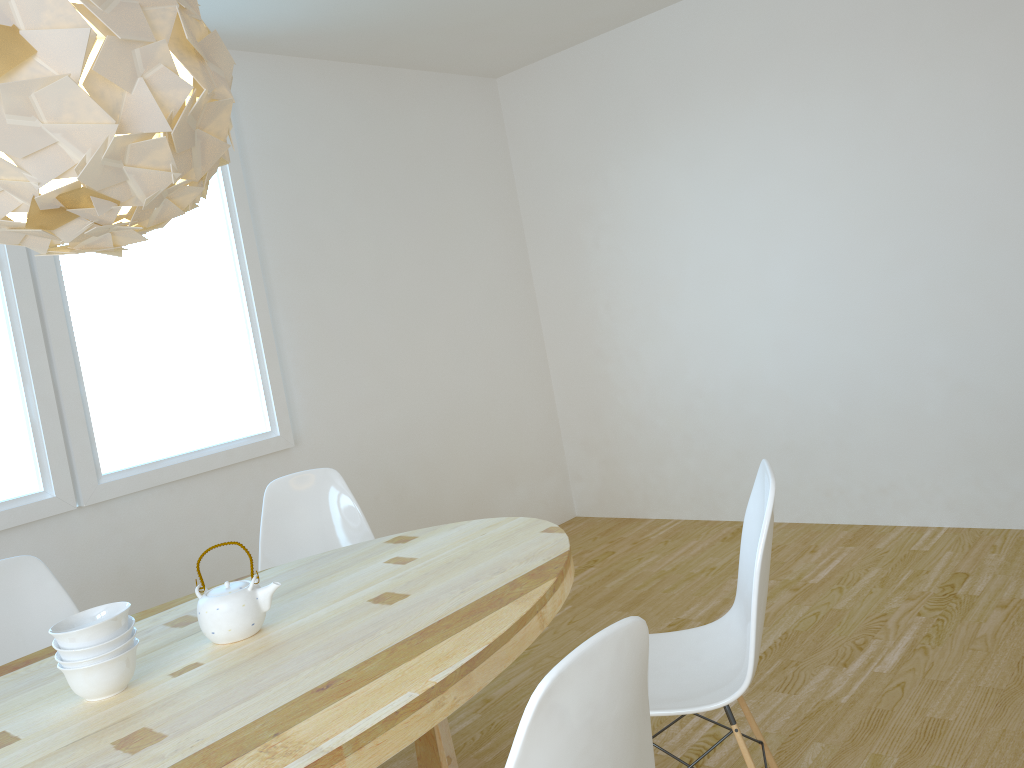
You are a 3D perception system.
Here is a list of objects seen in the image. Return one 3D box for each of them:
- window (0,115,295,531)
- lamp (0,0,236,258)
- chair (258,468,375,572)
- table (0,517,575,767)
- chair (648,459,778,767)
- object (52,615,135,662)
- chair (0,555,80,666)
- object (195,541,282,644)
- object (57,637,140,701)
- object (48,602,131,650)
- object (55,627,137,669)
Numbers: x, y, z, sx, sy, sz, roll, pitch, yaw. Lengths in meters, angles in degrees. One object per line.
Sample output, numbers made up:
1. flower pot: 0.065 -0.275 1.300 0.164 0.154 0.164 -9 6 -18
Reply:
1. window: -0.799 -0.177 2.431 2.538 2.049 1.893 -7 4 42
2. lamp: -0.903 -0.795 1.696 0.644 1.133 0.643 -8 3 41
3. chair: -0.582 0.757 2.885 0.431 0.900 0.522 -11 2 -18
4. table: -0.618 0.950 1.789 1.188 0.723 2.206 -7 6 40
5. chair: 0.394 0.657 1.996 0.522 0.900 0.432 -10 2 12
6. object: -0.825 0.531 1.764 0.153 0.095 0.150 -13 5 -31
7. chair: -1.183 0.920 2.295 0.521 0.900 0.433 -8 3 42
8. object: -0.623 0.458 1.969 0.176 0.211 0.148 -8 4 41
9. object: -0.819 0.577 1.772 0.152 0.082 0.152 -11 4 -9
10. object: -0.833 0.504 1.765 0.152 0.087 0.152 -12 4 -20
11. object: -0.822 0.554 1.767 0.152 0.093 0.151 -11 4 -9
